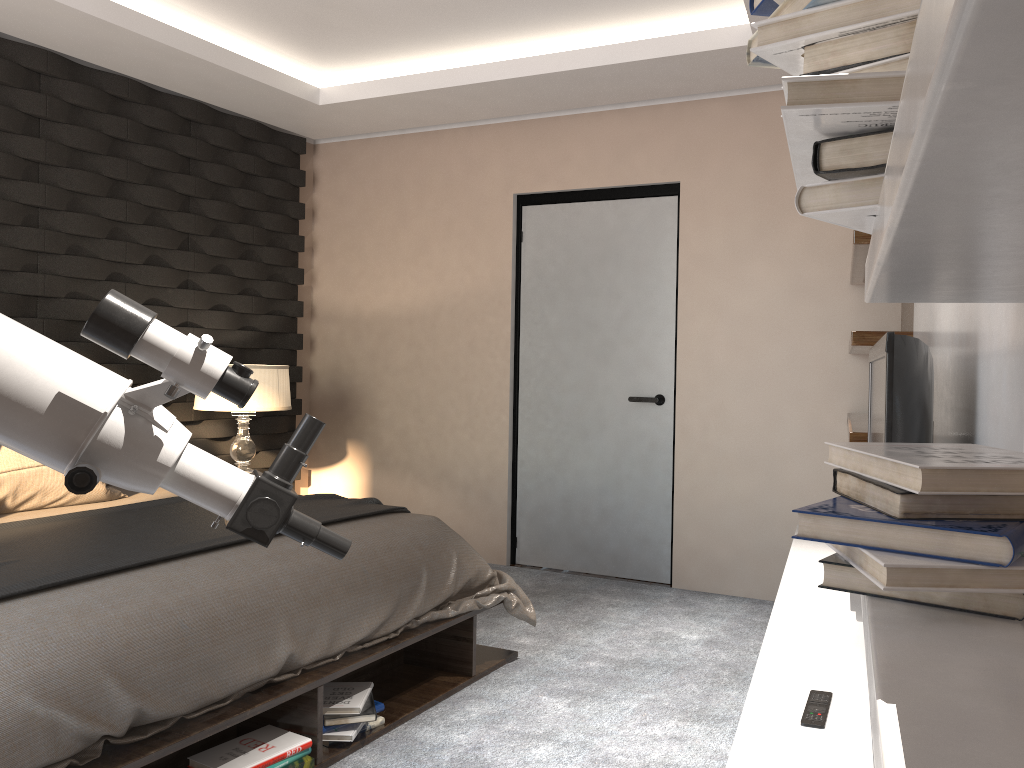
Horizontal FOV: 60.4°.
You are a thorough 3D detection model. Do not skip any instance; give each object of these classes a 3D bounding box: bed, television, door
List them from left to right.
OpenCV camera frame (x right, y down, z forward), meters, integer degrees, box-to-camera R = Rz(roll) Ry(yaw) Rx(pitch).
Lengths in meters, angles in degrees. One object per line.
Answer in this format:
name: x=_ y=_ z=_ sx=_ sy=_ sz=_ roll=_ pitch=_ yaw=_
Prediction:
bed: x=-1.461 y=0.726 z=2.831 sx=2.197 sy=0.624 sz=2.390 roll=2 pitch=1 yaw=28
door: x=0.454 y=-0.010 z=4.805 sx=0.958 sy=2.093 sz=0.161 roll=1 pitch=1 yaw=26
television: x=0.839 y=0.270 z=1.872 sx=0.140 sy=0.714 sz=1.137 roll=1 pitch=1 yaw=21

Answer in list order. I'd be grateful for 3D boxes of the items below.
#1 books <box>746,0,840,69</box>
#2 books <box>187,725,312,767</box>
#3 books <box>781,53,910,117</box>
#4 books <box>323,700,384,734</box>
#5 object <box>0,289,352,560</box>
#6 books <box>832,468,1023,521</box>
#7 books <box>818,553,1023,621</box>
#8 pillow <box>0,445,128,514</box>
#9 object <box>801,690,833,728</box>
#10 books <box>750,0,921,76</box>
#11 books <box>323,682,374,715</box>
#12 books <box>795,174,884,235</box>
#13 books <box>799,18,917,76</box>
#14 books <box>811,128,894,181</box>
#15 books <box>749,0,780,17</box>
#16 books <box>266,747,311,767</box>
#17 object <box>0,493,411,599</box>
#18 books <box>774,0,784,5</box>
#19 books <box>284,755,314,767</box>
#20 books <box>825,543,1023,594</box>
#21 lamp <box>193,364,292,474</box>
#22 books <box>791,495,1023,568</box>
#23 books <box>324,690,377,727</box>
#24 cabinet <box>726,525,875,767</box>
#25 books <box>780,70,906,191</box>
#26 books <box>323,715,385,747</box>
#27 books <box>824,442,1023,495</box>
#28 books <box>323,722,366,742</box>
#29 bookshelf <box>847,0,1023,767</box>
books: x=0.354 y=-0.312 z=0.777 sx=0.249 sy=0.026 sz=0.182 roll=1 pitch=1 yaw=-8
books: x=-0.684 y=0.967 z=2.308 sx=0.167 sy=0.023 sz=0.262 roll=2 pitch=1 yaw=34
books: x=0.391 y=-0.233 z=0.755 sx=0.277 sy=0.028 sz=0.188 roll=0 pitch=2 yaw=-40
books: x=-0.528 y=0.986 z=2.641 sx=0.154 sy=0.023 sz=0.244 roll=2 pitch=2 yaw=39
object: x=-0.541 y=0.401 z=0.746 sx=0.598 sy=1.406 sz=0.615 roll=1 pitch=1 yaw=19
books: x=0.446 y=0.101 z=0.821 sx=0.248 sy=0.026 sz=0.164 roll=1 pitch=1 yaw=-2
books: x=0.415 y=0.172 z=0.832 sx=0.164 sy=0.025 sz=0.241 roll=2 pitch=2 yaw=38
pillow: x=-1.811 y=0.159 z=2.951 sx=0.860 sy=0.518 sz=1.314 roll=2 pitch=1 yaw=30
object: x=0.671 y=0.712 z=1.934 sx=0.049 sy=0.008 sz=0.215 roll=2 pitch=1 yaw=24
books: x=0.389 y=-0.286 z=0.785 sx=0.212 sy=0.027 sz=0.329 roll=2 pitch=2 yaw=43
books: x=-0.513 y=0.943 z=2.645 sx=0.156 sy=0.020 sz=0.204 roll=1 pitch=1 yaw=-1
books: x=0.405 y=-0.154 z=0.779 sx=0.277 sy=0.028 sz=0.188 roll=0 pitch=2 yaw=-45
books: x=0.400 y=-0.260 z=0.766 sx=0.178 sy=0.031 sz=0.299 roll=2 pitch=2 yaw=44
books: x=0.406 y=-0.181 z=0.766 sx=0.179 sy=0.031 sz=0.298 roll=2 pitch=2 yaw=39
books: x=0.373 y=-0.362 z=0.776 sx=0.281 sy=0.027 sz=0.191 roll=1 pitch=1 yaw=-7
books: x=-0.684 y=0.990 z=2.309 sx=0.167 sy=0.023 sz=0.261 roll=2 pitch=1 yaw=29
object: x=-1.065 y=0.560 z=2.643 sx=0.593 sy=0.322 sz=2.139 roll=2 pitch=1 yaw=29
books: x=0.376 y=-0.337 z=0.785 sx=0.197 sy=0.022 sz=0.306 roll=2 pitch=2 yaw=38
books: x=-0.684 y=1.023 z=2.311 sx=0.183 sy=0.043 sz=0.261 roll=2 pitch=2 yaw=38
books: x=0.399 y=0.149 z=0.817 sx=0.194 sy=0.021 sz=0.273 roll=1 pitch=1 yaw=4
lamp: x=-1.376 y=0.217 z=4.503 sx=0.476 sy=0.630 sz=0.455 roll=1 pitch=1 yaw=-10
books: x=0.400 y=0.125 z=0.826 sx=0.172 sy=0.025 sz=0.272 roll=2 pitch=2 yaw=39
books: x=-0.488 y=0.965 z=2.637 sx=0.152 sy=0.023 sz=0.215 roll=1 pitch=1 yaw=-15
cabinet: x=0.762 y=0.901 z=2.001 sx=0.437 sy=0.369 sz=4.708 roll=2 pitch=1 yaw=21
books: x=0.356 y=-0.210 z=0.763 sx=0.217 sy=0.027 sz=0.321 roll=2 pitch=1 yaw=18
books: x=-0.514 y=1.028 z=2.647 sx=0.147 sy=0.022 sz=0.216 roll=2 pitch=2 yaw=38
books: x=0.417 y=0.077 z=0.830 sx=0.174 sy=0.023 sz=0.228 roll=1 pitch=1 yaw=-1
books: x=-0.529 y=1.008 z=2.633 sx=0.174 sy=0.019 sz=0.245 roll=1 pitch=1 yaw=4
bookshelf: x=0.873 y=0.118 z=1.946 sx=0.224 sy=1.203 sz=4.668 roll=1 pitch=1 yaw=21
